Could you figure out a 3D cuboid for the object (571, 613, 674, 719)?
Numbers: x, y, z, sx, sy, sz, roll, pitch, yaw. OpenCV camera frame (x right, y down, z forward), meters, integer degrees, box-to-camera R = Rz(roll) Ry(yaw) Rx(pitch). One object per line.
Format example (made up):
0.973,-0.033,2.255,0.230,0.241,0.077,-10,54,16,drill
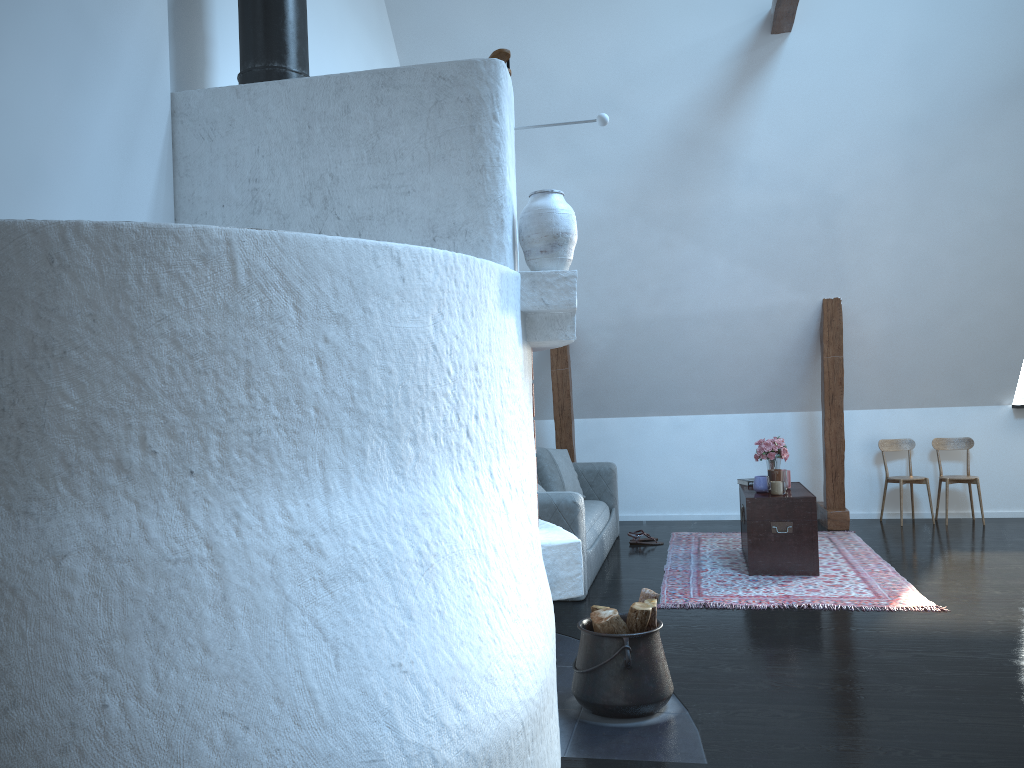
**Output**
0.415,1.066,3.370,0.384,0.313,0.384,-3,-1,38,object

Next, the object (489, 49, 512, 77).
-0.173,-1.119,3.482,0.311,0.094,0.783,-2,-1,-3,object

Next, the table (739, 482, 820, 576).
1.790,0.953,5.982,0.471,0.492,0.962,-2,-1,12,table

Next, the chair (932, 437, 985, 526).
3.694,0.799,7.345,0.329,0.696,0.342,-2,-1,13,chair

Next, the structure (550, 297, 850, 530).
6.457,0.067,6.743,12.350,1.963,1.023,-2,-1,12,structure

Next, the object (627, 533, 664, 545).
1.036,1.195,6.862,0.277,0.090,0.101,-2,-1,0,object

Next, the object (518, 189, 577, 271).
0.125,-0.502,3.059,0.203,0.314,0.203,-2,-1,-4,object

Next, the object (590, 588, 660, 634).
0.427,0.982,3.355,0.270,0.370,0.240,-2,-1,11,object

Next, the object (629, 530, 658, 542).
1.035,1.197,7.023,0.277,0.090,0.101,-2,-1,-32,object

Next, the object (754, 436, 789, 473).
1.818,0.539,6.224,0.235,0.351,0.234,-2,-1,-28,object

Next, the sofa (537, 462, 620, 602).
0.105,0.886,6.332,1.107,0.770,2.458,-2,-1,12,sofa

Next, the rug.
1.772,1.193,5.954,1.512,0.029,2.647,-2,-1,12,rug

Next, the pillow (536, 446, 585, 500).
0.197,0.706,6.334,0.444,0.515,2.075,-2,-1,12,pillow

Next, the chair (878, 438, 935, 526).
3.304,0.815,7.447,0.329,0.696,0.342,-2,-1,-5,chair

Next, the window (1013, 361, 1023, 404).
6.036,-2.056,4.378,8.018,4.249,5.959,-2,-1,12,window

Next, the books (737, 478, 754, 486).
1.767,0.700,6.364,0.243,0.034,0.179,-2,-1,-10,books

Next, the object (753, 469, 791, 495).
1.718,0.645,5.881,0.215,0.138,0.413,-2,-1,23,object

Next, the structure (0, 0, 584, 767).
-1.272,-1.062,3.249,3.049,4.752,3.058,-2,-1,20,structure

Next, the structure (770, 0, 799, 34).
3.679,-2.688,2.156,15.910,3.562,10.230,-2,-1,17,structure
